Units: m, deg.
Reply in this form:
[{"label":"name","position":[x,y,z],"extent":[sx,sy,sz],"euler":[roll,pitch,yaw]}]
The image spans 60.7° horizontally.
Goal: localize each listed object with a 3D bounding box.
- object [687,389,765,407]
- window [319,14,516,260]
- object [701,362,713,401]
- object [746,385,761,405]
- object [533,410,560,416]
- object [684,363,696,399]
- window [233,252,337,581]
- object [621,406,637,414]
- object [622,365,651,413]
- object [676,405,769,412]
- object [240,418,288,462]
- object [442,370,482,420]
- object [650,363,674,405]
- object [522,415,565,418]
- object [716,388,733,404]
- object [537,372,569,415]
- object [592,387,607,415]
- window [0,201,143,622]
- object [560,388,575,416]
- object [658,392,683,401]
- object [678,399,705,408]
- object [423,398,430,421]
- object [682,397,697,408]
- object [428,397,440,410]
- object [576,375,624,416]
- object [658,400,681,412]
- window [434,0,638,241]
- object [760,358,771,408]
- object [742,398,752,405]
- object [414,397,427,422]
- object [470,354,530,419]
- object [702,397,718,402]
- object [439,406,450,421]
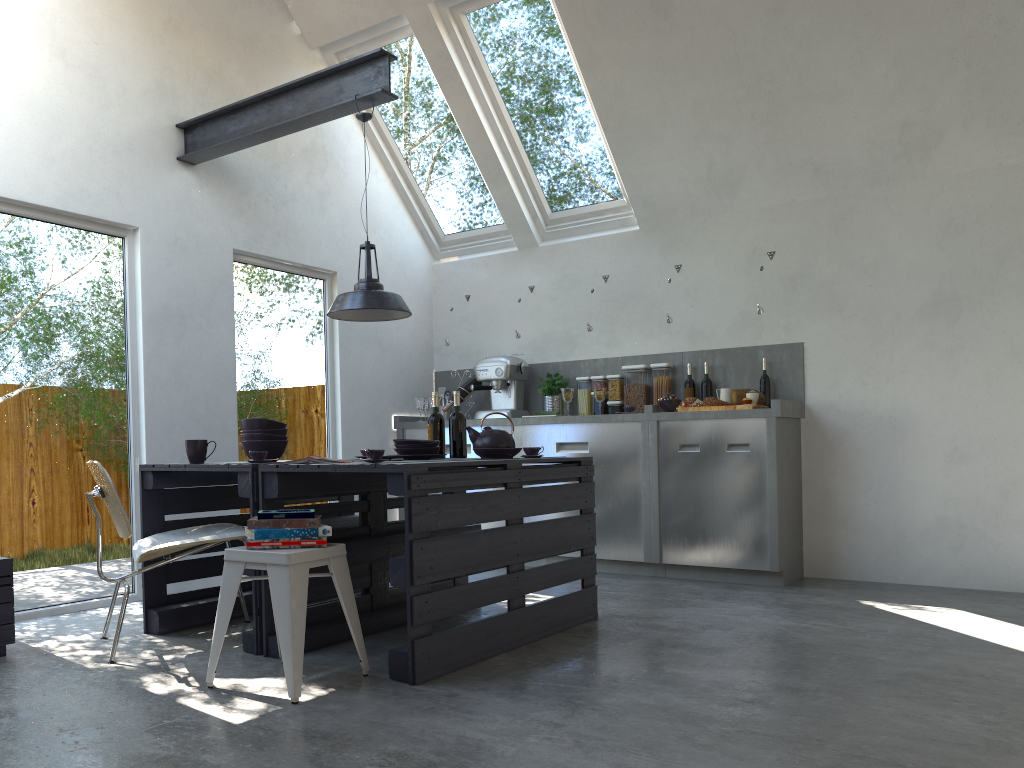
[{"label":"object","position":[1.321,0.087,5.428],"extent":[0.461,0.112,0.125],"euler":[-1,-2,7]},{"label":"window","position":[-0.619,-1.753,6.501],"extent":[0.882,1.396,1.400],"euler":[-1,-2,34]},{"label":"object","position":[1.291,0.029,5.795],"extent":[0.077,0.345,0.068],"euler":[0,1,37]},{"label":"object","position":[1.457,0.071,5.301],"extent":[0.071,0.121,0.074],"euler":[-1,-1,-11]},{"label":"object","position":[0.210,0.206,6.151],"extent":[0.133,0.053,0.294],"euler":[2,-5,-41]},{"label":"object","position":[1.193,0.036,5.864],"extent":[0.077,0.345,0.069],"euler":[-1,1,27]},{"label":"window","position":[-1.560,0.243,5.974],"extent":[0.063,2.128,0.928],"euler":[0,0,33]},{"label":"object","position":[0.773,0.173,5.725],"extent":[0.109,0.056,0.123],"euler":[2,-4,-41]},{"label":"object","position":[0.870,0.051,6.083],"extent":[0.185,0.354,0.120],"euler":[-1,0,34]},{"label":"object","position":[1.304,0.156,5.427],"extent":[0.499,0.028,0.290],"euler":[-4,-5,35]},{"label":"object","position":[-1.199,0.274,4.238],"extent":[0.205,0.214,0.201],"euler":[-2,-2,35]},{"label":"object","position":[-0.412,0.090,6.753],"extent":[0.316,0.394,0.245],"euler":[0,-1,-26]},{"label":"object","position":[1.028,0.041,5.974],"extent":[0.135,0.354,0.120],"euler":[-1,0,33]},{"label":"object","position":[0.229,0.228,6.140],"extent":[0.277,0.012,0.171],"euler":[-3,-5,32]},{"label":"object","position":[1.350,0.089,5.519],"extent":[0.085,0.119,0.086],"euler":[0,-1,-34]},{"label":"object","position":[0.296,0.083,6.382],"extent":[0.242,0.342,0.256],"euler":[-1,-1,-13]},{"label":"object","position":[0.600,0.122,5.966],"extent":[0.103,0.192,0.094],"euler":[-1,0,23]},{"label":"window","position":[-2.420,0.160,4.650],"extent":[0.063,2.128,0.928],"euler":[0,0,33]},{"label":"object","position":[0.380,0.125,5.959],"extent":[0.097,0.192,0.099],"euler":[-1,0,-7]},{"label":"object","position":[0.998,0.094,5.545],"extent":[0.166,0.095,0.136],"euler":[-2,-3,20]},{"label":"object","position":[1.187,0.126,5.577],"extent":[0.190,0.059,0.207],"euler":[2,-5,-35]},{"label":"object","position":[-0.680,0.206,6.866],"extent":[0.100,0.192,0.097],"euler":[-1,0,5]},{"label":"object","position":[1.146,0.122,5.595],"extent":[0.116,0.077,0.122],"euler":[0,-3,-13]},{"label":"object","position":[-0.599,0.195,6.735],"extent":[0.093,0.192,0.104],"euler":[-1,0,-33]},{"label":"object","position":[0.633,0.093,6.231],"extent":[0.362,0.294,0.100],"euler":[-2,-1,35]},{"label":"object","position":[0.999,0.144,5.546],"extent":[0.145,0.079,0.149],"euler":[0,-3,-8]},{"label":"window","position":[0.232,-1.816,5.891],"extent":[0.882,1.389,1.394],"euler":[-1,-2,34]},{"label":"object","position":[1.611,0.008,5.569],"extent":[0.066,0.345,0.058],"euler":[0,1,37]},{"label":"object","position":[1.416,0.106,5.263],"extent":[0.061,0.046,0.057],"euler":[-2,-2,19]},{"label":"object","position":[-0.703,0.196,6.728],"extent":[0.104,0.192,0.093],"euler":[-1,0,28]},{"label":"object","position":[-0.090,0.021,6.533],"extent":[0.380,0.500,0.403],"euler":[-2,-1,34]},{"label":"object","position":[1.266,0.120,5.587],"extent":[0.116,0.077,0.122],"euler":[0,-3,-13]},{"label":"object","position":[-0.545,0.243,7.011],"extent":[0.104,0.132,0.110],"euler":[-1,-1,-15]}]
